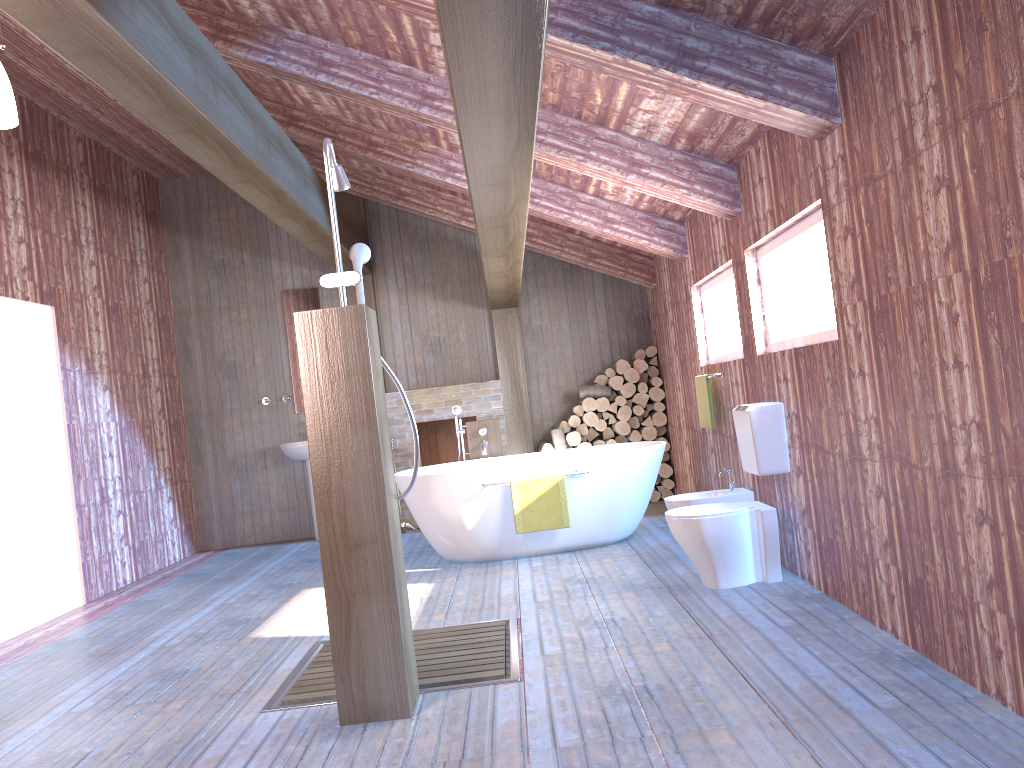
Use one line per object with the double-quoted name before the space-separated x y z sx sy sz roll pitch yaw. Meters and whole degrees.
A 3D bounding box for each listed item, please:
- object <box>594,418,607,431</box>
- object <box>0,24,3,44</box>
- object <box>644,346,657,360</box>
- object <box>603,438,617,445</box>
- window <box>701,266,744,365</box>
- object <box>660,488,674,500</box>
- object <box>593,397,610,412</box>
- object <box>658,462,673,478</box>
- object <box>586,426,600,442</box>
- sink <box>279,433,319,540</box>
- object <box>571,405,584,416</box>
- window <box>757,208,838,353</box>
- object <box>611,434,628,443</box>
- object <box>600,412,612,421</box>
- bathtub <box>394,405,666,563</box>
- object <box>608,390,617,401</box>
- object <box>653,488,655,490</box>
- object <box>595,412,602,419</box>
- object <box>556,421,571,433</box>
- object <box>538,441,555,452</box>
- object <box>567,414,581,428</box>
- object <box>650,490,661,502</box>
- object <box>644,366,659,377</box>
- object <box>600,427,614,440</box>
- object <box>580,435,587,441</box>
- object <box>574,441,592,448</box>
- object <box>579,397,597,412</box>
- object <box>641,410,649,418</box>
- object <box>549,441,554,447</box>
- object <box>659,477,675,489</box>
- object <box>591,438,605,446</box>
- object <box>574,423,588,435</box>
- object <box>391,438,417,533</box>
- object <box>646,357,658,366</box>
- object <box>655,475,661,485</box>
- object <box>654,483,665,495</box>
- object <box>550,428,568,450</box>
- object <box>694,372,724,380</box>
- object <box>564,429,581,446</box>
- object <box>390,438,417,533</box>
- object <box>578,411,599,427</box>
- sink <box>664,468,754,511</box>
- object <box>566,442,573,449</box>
"object" 0.821 0.380 8.342 0.115 0.123 0.291 -7 -1 1
"object" -0.746 -0.349 5.952 0.258 3.264 5.569 -7 -1 21
"object" 1.301 -0.295 8.401 0.112 0.113 0.271 -7 -1 0
"object" 0.909 0.559 8.341 0.098 0.100 0.437 -7 -1 -2
"window" 1.412 -0.437 5.792 0.054 0.587 1.255 -7 -1 1
"object" 1.439 1.031 8.389 0.114 0.113 0.301 -7 -1 -3
"object" 0.828 0.190 8.354 0.138 0.147 0.440 -7 -1 0
"object" 1.403 0.795 8.344 0.147 0.152 0.439 -7 -1 0
"object" 0.753 0.468 8.440 0.128 0.150 0.323 -7 -1 0
"sink" -1.854 0.904 8.365 0.582 1.143 0.475 -7 -1 -1
"object" 0.622 0.249 8.356 0.106 0.112 0.282 -7 -1 1
"window" 1.393 -0.469 4.246 0.054 0.587 1.255 -7 -1 1
"object" 1.019 0.539 8.442 0.116 0.118 0.289 -7 -1 -3
"object" 0.884 0.295 8.347 0.088 0.092 0.280 -7 -1 1
"bathtub" 0.118 0.648 6.446 1.935 1.109 1.460 -7 -1 22
"object" 0.920 0.103 8.451 0.121 0.124 0.291 -7 -1 1
"object" 1.286 0.966 8.380 0.084 0.105 0.280 -7 -1 -2
"object" 0.808 0.295 8.332 0.057 0.061 0.156 -7 -1 -1
"object" 0.481 0.403 8.385 0.114 0.113 0.301 -7 -1 -3
"object" 0.322 0.613 8.349 0.139 0.137 0.455 -7 -1 -2
"object" 0.579 0.345 8.339 0.115 0.123 0.291 -7 -1 1
"object" 1.318 1.047 8.376 0.116 0.117 0.289 -7 -1 -3
"object" 1.318 -0.114 8.397 0.107 0.115 0.269 -7 -1 1
"object" 0.903 0.465 8.443 0.104 0.127 0.321 -7 -1 0
"object" 0.663 0.507 8.352 0.064 0.068 0.174 -7 -1 -1
"object" 0.666 0.600 8.356 0.139 0.148 0.458 -7 -1 0
"object" 0.713 0.190 8.353 0.135 0.145 0.439 -7 -1 0
"object" 1.239 0.281 8.339 0.067 0.069 0.177 -7 -1 0
"object" 0.411 0.581 8.447 0.099 0.093 0.280 -7 -1 1
"object" 1.438 0.917 8.338 0.102 0.109 0.438 -7 -1 0
"object" 0.807 0.575 8.345 0.114 0.120 0.303 -7 -1 1
"object" 0.647 0.427 8.354 0.111 0.113 0.301 -7 -1 -1
"object" -1.041 0.933 8.201 0.206 0.871 0.126 -8 -2 43
"object" 1.315 -0.210 8.414 0.081 0.100 0.281 -7 -1 0
"object" 1.352 0.899 8.387 0.085 0.091 0.280 -7 -1 -2
"object" 1.387 0.990 8.385 0.085 0.086 0.278 -7 -1 -3
"object" 0.441 0.555 8.170 0.147 0.298 0.109 -7 -1 2
"object" 1.321 -0.049 6.006 0.091 0.043 0.581 -7 -1 0
"object" 0.566 0.502 8.343 0.138 0.147 0.440 -7 -1 0
"object" -1.117 0.941 8.264 0.276 0.888 0.333 -8 -2 42
"object" 0.716 0.327 8.344 0.141 0.143 0.437 -7 -1 -2
"sink" 1.203 0.791 5.434 0.515 0.517 0.335 -7 -1 1
"object" 0.515 0.609 8.433 0.121 0.124 0.291 -7 -1 1
